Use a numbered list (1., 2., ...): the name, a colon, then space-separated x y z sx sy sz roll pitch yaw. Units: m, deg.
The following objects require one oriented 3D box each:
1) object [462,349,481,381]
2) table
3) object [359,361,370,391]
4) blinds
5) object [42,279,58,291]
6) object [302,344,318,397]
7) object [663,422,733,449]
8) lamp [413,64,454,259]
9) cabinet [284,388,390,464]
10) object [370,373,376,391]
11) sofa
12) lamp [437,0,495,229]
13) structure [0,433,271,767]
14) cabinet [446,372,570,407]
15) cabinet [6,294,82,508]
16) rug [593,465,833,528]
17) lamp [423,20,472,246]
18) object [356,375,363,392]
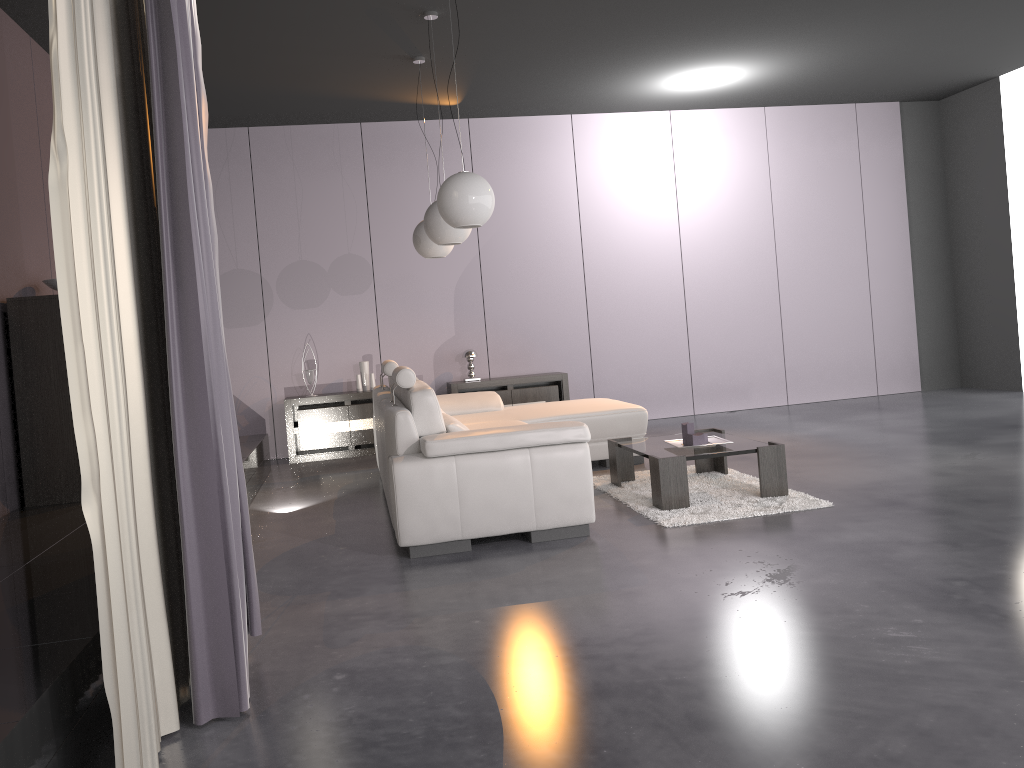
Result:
1. object: -0.378 -0.176 8.106 0.140 0.284 0.140 -5 1 -10
2. table: 1.020 0.463 5.038 0.701 0.270 0.906 -5 3 -10
3. object: -1.323 -0.073 7.976 0.089 0.263 0.089 -4 1 41
4. blinds: -1.010 -0.576 2.654 0.249 2.993 3.291 -5 2 -10
5. object: -2.508 -0.537 5.064 0.308 0.116 0.310 -3 4 23
6. object: -1.786 -0.126 7.815 0.123 0.465 0.108 -5 1 -9
7. object: 1.026 0.276 4.922 0.304 0.136 0.305 -5 3 -6
8. lamp: -0.612 -1.618 6.393 0.307 1.414 0.307 -5 1 -7
9. cabinet: -1.444 0.354 7.881 1.073 0.554 0.377 -5 2 -10
10. object: -1.243 -0.019 7.902 0.051 0.152 0.051 -5 1 -32
11. sofa: 0.100 0.222 5.556 1.870 0.857 2.864 -5 3 -10
12. lamp: -0.291 -1.534 4.677 0.308 1.414 0.306 -6 1 -43
13. structure: -1.711 0.818 2.979 1.001 0.300 8.780 -5 4 -10
14. cabinet: -0.027 0.219 8.143 1.073 0.554 0.377 -5 2 -10
15. cabinet: -2.426 0.053 5.080 0.412 1.074 1.073 -5 2 -10
16. rug: 1.025 0.602 5.025 0.917 0.023 1.528 -5 4 -10
17. lamp: -0.446 -1.575 5.518 0.307 1.414 0.307 -5 1 -7
18. object: -1.361 -0.008 7.880 0.051 0.152 0.051 -5 1 -32
